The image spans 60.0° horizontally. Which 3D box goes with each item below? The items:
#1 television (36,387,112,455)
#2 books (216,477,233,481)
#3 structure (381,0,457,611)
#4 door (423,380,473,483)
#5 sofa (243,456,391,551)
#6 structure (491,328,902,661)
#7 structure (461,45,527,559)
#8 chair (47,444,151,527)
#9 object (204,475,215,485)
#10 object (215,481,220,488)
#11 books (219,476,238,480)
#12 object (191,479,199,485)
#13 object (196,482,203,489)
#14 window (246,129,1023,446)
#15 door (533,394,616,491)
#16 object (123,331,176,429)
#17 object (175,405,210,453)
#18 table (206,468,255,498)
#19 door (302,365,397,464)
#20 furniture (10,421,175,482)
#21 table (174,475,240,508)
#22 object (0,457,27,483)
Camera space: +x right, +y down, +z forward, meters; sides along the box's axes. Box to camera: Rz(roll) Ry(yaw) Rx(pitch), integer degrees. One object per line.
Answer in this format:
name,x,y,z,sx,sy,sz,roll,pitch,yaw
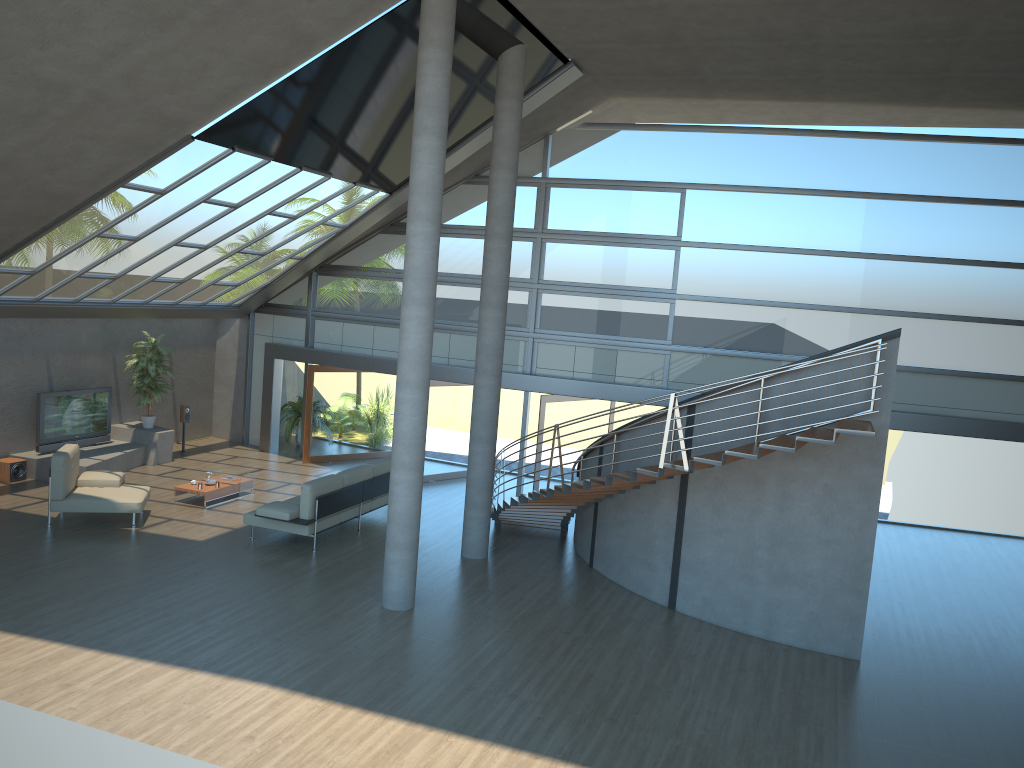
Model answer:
television,-7.696,0.629,15.635,0.396,1.063,1.568,7,6,19
books,-4.759,1.581,14.759,0.275,0.005,0.189,5,6,0
structure,-1.042,-0.975,9.927,0.381,7.125,0.382,7,6,19
door,-1.100,0.877,17.256,0.200,1.977,2.298,10,8,43
sofa,-2.757,1.674,13.396,1.166,0.947,3.079,7,6,19
structure,1.546,0.859,11.210,2.349,3.653,6.809,1,7,-32
structure,-0.249,-1.132,12.108,0.381,7.125,0.382,2,6,-27
chair,-5.912,1.434,12.806,1.244,1.023,1.217,3,6,-15
object,-4.857,1.543,14.276,0.178,0.161,0.178,1,7,-29
object,-4.692,1.600,14.151,0.085,0.101,0.070,-1,8,-42
books,-4.725,1.575,14.800,0.275,0.005,0.189,5,6,3
object,-5.094,1.568,14.219,0.102,0.086,0.100,7,6,23
object,-4.917,1.600,13.968,0.085,0.101,0.070,6,6,18
window,2.154,-1.072,15.918,16.616,6.630,1.098,6,6,18
door,1.180,1.145,16.387,0.200,1.977,2.298,9,8,40
object,-6.866,-0.085,16.806,0.932,1.857,0.895,2,6,-22
object,-8.921,0.911,15.985,7.863,0.982,21.345,7,6,23
table,-4.704,1.653,14.823,0.680,0.342,0.400,7,6,19
door,-3.233,0.598,18.331,2.298,1.977,0.200,-1,8,-41
furniture,-7.197,1.218,15.988,1.577,0.610,2.936,7,6,19
table,-4.845,1.733,14.454,0.600,0.250,1.200,7,6,19
object,-8.274,1.408,14.593,0.425,0.323,0.362,7,6,19
